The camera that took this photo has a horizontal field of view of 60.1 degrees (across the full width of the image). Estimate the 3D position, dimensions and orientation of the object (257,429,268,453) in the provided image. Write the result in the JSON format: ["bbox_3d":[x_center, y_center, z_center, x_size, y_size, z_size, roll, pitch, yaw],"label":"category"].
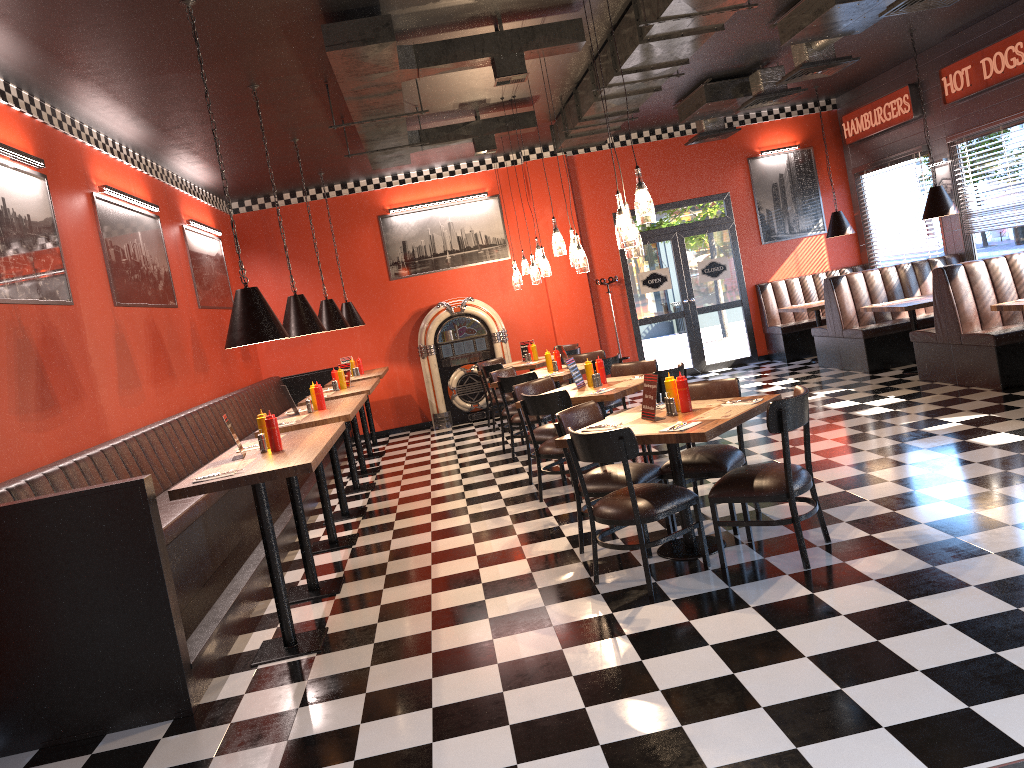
[{"bbox_3d":[-1.448,0.327,5.130,0.047,0.136,0.094,-11,4,-13],"label":"object"}]

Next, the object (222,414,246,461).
[{"bbox_3d":[-1.592,0.297,5.080,0.072,0.256,0.188,-11,4,-13],"label":"object"}]

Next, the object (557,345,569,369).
[{"bbox_3d":[0.560,-0.294,9.417,0.072,0.256,0.188,-11,4,-14],"label":"object"}]

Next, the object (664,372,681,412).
[{"bbox_3d":[0.943,0.047,5.220,0.068,0.237,0.068,-10,3,10],"label":"object"}]

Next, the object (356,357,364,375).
[{"bbox_3d":[-1.980,-0.241,11.535,0.068,0.237,0.068,-11,3,-11],"label":"object"}]

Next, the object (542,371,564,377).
[{"bbox_3d":[0.433,-0.107,8.993,0.157,0.019,0.256,-6,7,42],"label":"object"}]

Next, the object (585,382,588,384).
[{"bbox_3d":[0.689,-0.024,7.624,0.157,0.019,0.256,-7,6,33],"label":"object"}]

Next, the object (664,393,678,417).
[{"bbox_3d":[0.914,0.116,5.113,0.047,0.136,0.094,-11,4,-14],"label":"object"}]

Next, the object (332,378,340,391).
[{"bbox_3d":[-1.850,0.005,9.270,0.047,0.136,0.093,-13,4,-39],"label":"object"}]

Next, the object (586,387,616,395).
[{"bbox_3d":[0.694,0.050,6.846,0.157,0.019,0.256,-6,7,43],"label":"object"}]

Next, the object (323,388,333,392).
[{"bbox_3d":[-1.981,0.058,9.589,0.255,0.019,0.158,-11,5,-8],"label":"object"}]

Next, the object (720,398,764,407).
[{"bbox_3d":[1.304,0.103,5.101,0.254,0.019,0.158,-5,7,44],"label":"object"}]

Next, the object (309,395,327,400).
[{"bbox_3d":[-1.894,0.130,8.674,0.255,0.019,0.158,-11,5,-8],"label":"object"}]

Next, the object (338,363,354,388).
[{"bbox_3d":[-1.789,-0.086,9.445,0.187,0.256,0.073,-8,4,36],"label":"object"}]

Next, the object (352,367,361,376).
[{"bbox_3d":[-2.014,-0.171,11.427,0.094,0.136,0.046,-12,4,-25],"label":"object"}]

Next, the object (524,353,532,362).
[{"bbox_3d":[0.205,-0.352,11.369,0.094,0.136,0.047,-11,3,-5],"label":"object"}]

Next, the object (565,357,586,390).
[{"bbox_3d":[0.528,-0.092,7.380,0.072,0.256,0.189,-9,4,25],"label":"object"}]

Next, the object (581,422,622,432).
[{"bbox_3d":[0.538,0.245,5.125,0.254,0.019,0.158,-7,7,35],"label":"object"}]

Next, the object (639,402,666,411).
[{"bbox_3d":[0.899,0.139,5.526,0.157,0.019,0.256,-6,7,41],"label":"object"}]

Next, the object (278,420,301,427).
[{"bbox_3d":[-1.683,0.295,6.543,0.255,0.019,0.158,-11,5,-8],"label":"object"}]

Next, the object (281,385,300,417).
[{"bbox_3d":[-1.809,0.131,7.228,0.072,0.256,0.188,-12,4,-25],"label":"object"}]

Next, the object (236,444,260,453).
[{"bbox_3d":[-1.554,0.379,5.418,0.255,0.019,0.158,-11,5,-8],"label":"object"}]

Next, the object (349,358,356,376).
[{"bbox_3d":[-2.072,-0.224,11.537,0.068,0.237,0.068,-11,3,-11],"label":"object"}]

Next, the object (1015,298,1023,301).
[{"bbox_3d":[4.485,-0.738,7.646,0.157,0.019,0.255,-11,5,-4],"label":"object"}]

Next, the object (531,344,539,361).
[{"bbox_3d":[0.289,-0.420,11.361,0.068,0.237,0.068,-11,3,-7],"label":"object"}]

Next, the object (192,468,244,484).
[{"bbox_3d":[-1.473,0.455,4.462,0.255,0.019,0.158,-11,5,-8],"label":"object"}]

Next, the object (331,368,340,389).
[{"bbox_3d":[-1.869,-0.055,9.387,0.068,0.237,0.068,-11,3,-10],"label":"object"}]

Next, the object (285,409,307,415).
[{"bbox_3d":[-1.796,0.224,7.503,0.255,0.019,0.158,-11,5,-8],"label":"object"}]

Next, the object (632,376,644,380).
[{"bbox_3d":[1.075,-0.060,7.242,0.254,0.019,0.158,-6,7,40],"label":"object"}]

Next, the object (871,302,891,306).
[{"bbox_3d":[4.172,-0.904,9.990,0.157,0.019,0.256,-11,5,1],"label":"object"}]

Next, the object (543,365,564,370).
[{"bbox_3d":[0.452,-0.186,9.780,0.157,0.019,0.256,-6,7,40],"label":"object"}]

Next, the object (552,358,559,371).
[{"bbox_3d":[0.452,-0.204,9.345,0.047,0.136,0.094,-11,4,-14],"label":"object"}]

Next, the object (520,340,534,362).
[{"bbox_3d":[0.212,-0.433,11.543,0.188,0.256,0.072,-10,3,5],"label":"object"}]

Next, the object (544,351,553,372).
[{"bbox_3d":[0.391,-0.253,9.427,0.068,0.237,0.068,-11,3,1],"label":"object"}]

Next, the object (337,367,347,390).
[{"bbox_3d":[-1.794,-0.064,9.332,0.068,0.237,0.068,-11,3,-16],"label":"object"}]

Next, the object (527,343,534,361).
[{"bbox_3d":[0.244,-0.419,11.443,0.068,0.237,0.068,-11,3,-7],"label":"object"}]

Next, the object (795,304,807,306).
[{"bbox_3d":[4.024,-1.106,12.383,0.157,0.019,0.255,-11,5,-4],"label":"object"}]

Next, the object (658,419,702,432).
[{"bbox_3d":[0.902,0.217,4.703,0.157,0.019,0.256,-6,7,43],"label":"object"}]

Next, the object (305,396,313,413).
[{"bbox_3d":[-1.656,0.166,7.220,0.047,0.136,0.094,-11,4,-14],"label":"object"}]

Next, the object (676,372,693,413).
[{"bbox_3d":[0.995,0.045,5.142,0.067,0.237,0.068,-8,4,38],"label":"object"}]

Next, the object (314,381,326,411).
[{"bbox_3d":[-1.575,0.095,7.249,0.068,0.237,0.068,-10,3,16],"label":"object"}]

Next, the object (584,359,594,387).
[{"bbox_3d":[0.642,-0.098,7.322,0.068,0.237,0.068,-11,3,1],"label":"object"}]

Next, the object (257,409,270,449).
[{"bbox_3d":[-1.464,0.267,5.244,0.068,0.237,0.068,-12,4,-30],"label":"object"}]

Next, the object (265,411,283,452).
[{"bbox_3d":[-1.361,0.266,5.047,0.068,0.237,0.068,-12,4,-30],"label":"object"}]

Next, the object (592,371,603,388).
[{"bbox_3d":[0.689,-0.045,7.229,0.046,0.136,0.094,-7,5,45],"label":"object"}]

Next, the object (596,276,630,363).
[{"bbox_3d":[1.515,-0.726,12.837,0.374,1.655,0.376,-10,3,18],"label":"object"}]

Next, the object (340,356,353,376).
[{"bbox_3d":[-2.136,-0.229,11.615,0.072,0.256,0.189,-8,5,45],"label":"object"}]

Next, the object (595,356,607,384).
[{"bbox_3d":[0.734,-0.116,7.328,0.068,0.237,0.068,-11,3,1],"label":"object"}]

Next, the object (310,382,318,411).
[{"bbox_3d":[-1.627,0.097,7.327,0.068,0.237,0.068,-10,3,4],"label":"object"}]

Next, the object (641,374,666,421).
[{"bbox_3d":[0.795,0.075,5.116,0.072,0.256,0.188,-11,4,-14],"label":"object"}]
